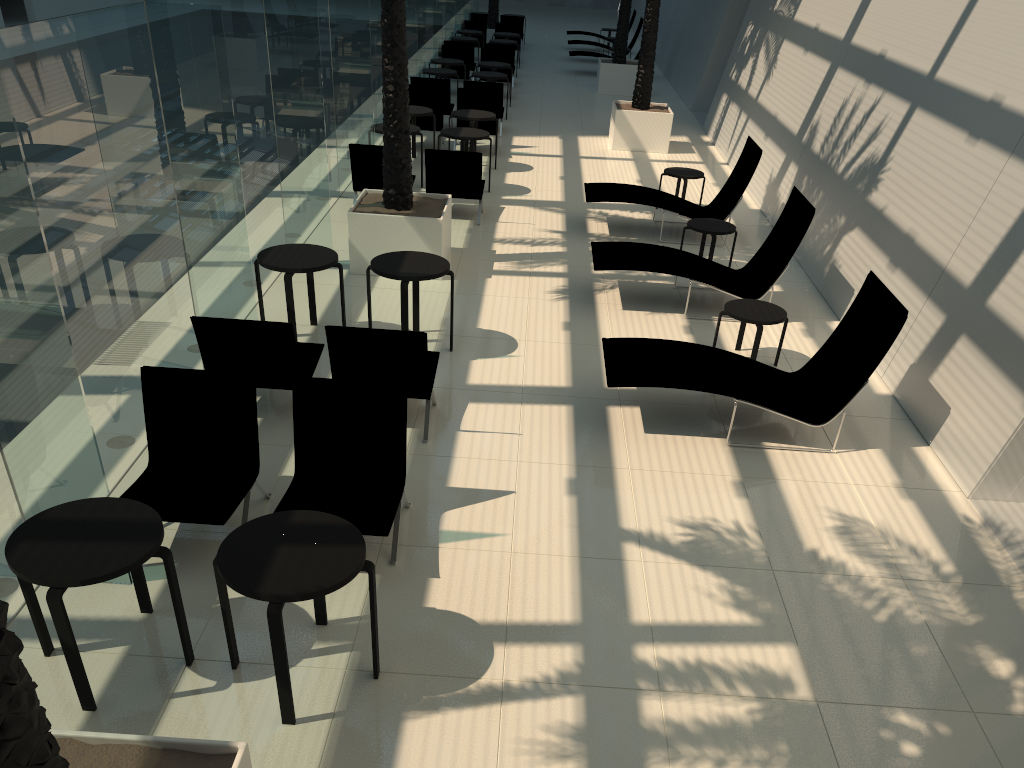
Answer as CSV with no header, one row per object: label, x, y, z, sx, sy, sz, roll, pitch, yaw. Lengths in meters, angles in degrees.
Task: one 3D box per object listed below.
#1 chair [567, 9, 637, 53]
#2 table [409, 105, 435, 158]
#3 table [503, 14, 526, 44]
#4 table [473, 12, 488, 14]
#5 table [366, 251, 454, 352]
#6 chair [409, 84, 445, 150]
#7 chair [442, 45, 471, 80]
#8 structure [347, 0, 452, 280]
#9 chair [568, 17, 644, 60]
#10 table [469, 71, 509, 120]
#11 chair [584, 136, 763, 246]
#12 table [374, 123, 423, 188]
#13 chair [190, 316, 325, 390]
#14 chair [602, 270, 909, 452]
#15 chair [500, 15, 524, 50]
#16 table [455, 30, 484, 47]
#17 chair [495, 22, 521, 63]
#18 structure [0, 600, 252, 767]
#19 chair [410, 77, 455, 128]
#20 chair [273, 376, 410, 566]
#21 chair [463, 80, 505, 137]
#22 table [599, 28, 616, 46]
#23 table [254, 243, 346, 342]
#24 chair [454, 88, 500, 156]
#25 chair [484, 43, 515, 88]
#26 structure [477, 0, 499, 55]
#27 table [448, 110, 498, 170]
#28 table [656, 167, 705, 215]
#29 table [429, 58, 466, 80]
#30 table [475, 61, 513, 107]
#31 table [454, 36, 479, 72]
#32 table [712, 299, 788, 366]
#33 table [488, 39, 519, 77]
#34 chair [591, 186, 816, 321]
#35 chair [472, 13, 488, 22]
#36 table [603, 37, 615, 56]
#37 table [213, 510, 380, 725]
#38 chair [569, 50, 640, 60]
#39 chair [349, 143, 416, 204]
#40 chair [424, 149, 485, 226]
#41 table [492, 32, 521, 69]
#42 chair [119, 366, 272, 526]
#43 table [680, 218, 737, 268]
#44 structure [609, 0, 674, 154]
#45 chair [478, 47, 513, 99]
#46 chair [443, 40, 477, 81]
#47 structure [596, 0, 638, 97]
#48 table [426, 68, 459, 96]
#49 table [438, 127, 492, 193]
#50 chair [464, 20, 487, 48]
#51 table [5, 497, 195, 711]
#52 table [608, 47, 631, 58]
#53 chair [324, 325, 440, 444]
chair,2.716,-10.928,26.882,2.036,1.249,0.849,4,31,0
table,-1.575,-3.836,13.531,0.654,0.842,0.651,-25,41,-39
table,0.047,-11.128,27.365,0.658,0.842,0.647,-21,39,-35
table,-0.920,-11.194,27.364,0.658,0.842,0.647,-21,39,-35
table,-0.896,-0.684,7.727,0.656,0.842,0.650,26,37,32
chair,-1.519,-4.399,14.460,0.716,0.958,0.817,4,31,0
chair,-1.298,-6.853,19.075,0.716,0.958,0.817,4,31,0
structure,-1.076,-4.503,7.717,4.823,7.564,4.095,0,32,-5
chair,2.615,-9.810,24.779,2.036,1.249,0.849,4,31,0
table,-0.453,-5.588,16.947,0.656,0.842,0.650,26,37,32
chair,1.957,-2.517,11.067,2.036,1.249,0.849,4,31,0
table,-1.641,-3.215,12.360,0.656,0.842,0.650,26,37,32
chair,-1.881,-0.232,6.628,0.716,0.958,0.817,4,31,0
chair,1.752,-0.244,6.794,2.036,1.249,0.849,4,31,0
chair,-0.003,-10.668,26.370,0.716,0.958,0.817,4,31,0
table,-1.126,-8.811,22.883,0.654,0.842,0.651,-25,41,-39
chair,-0.140,-9.310,23.814,0.716,0.958,0.817,4,31,0
structure,-1.422,-0.963,1.057,4.425,7.564,4.466,-8,33,-18
chair,-1.438,-5.136,15.848,0.716,0.958,0.817,4,31,0
chair,-1.032,0.568,5.241,0.716,0.958,0.817,4,31,0
chair,-0.508,-5.073,15.849,0.716,0.958,0.817,4,31,0
table,3.126,-11.111,28.023,0.531,0.558,0.533,29,39,36
table,-1.863,-0.750,7.726,0.656,0.842,0.650,26,37,32
chair,-0.589,-4.335,14.461,0.716,0.958,0.817,4,31,0
chair,-0.286,-7.532,20.474,0.716,0.958,0.817,4,31,0
structure,-0.329,-12.830,23.373,4.768,7.564,4.146,14,33,16
table,-0.608,-3.770,13.532,0.654,0.842,0.651,-25,41,-39
table,2.367,-2.699,12.208,0.534,0.558,0.529,26,37,33
table,-1.354,-6.291,18.145,0.654,0.842,0.651,-25,41,-39
table,-0.386,-6.225,18.146,0.654,0.842,0.651,-25,41,-39
table,-1.199,-8.108,21.561,0.656,0.842,0.650,26,37,32
table,2.161,-0.427,7.935,0.531,0.558,0.533,29,39,36
table,-0.231,-8.042,21.562,0.656,0.842,0.650,26,37,32
chair,1.856,-1.398,8.963,2.036,1.249,0.849,4,31,0
chair,-0.933,-10.732,26.369,0.716,0.958,0.817,4,31,0
table,3.025,-9.992,25.920,0.531,0.558,0.533,29,39,36
table,-1.051,1.134,4.311,0.658,0.842,0.647,-21,39,-35
chair,2.514,-8.691,22.675,2.036,1.249,0.849,4,31,0
chair,-1.657,-2.708,11.282,0.716,0.958,0.817,4,31,0
chair,-0.727,-2.644,11.283,0.716,0.958,0.817,4,31,0
table,-0.159,-8.745,22.884,0.654,0.842,0.651,-25,41,-39
chair,-1.962,0.505,5.240,0.716,0.958,0.817,4,31,0
table,2.266,-1.581,10.104,0.531,0.558,0.533,29,39,36
structure,2.564,-7.447,13.828,4.164,7.429,4.403,23,36,29
chair,-0.367,-6.790,19.075,0.716,0.958,0.817,4,31,0
chair,-1.216,-7.596,20.473,0.716,0.958,0.817,4,31,0
structure,2.593,-10.043,18.753,4.609,7.363,3.974,-8,33,-18
table,-1.420,-5.654,16.946,0.656,0.842,0.650,26,37,32
table,-0.673,-3.148,12.361,0.656,0.842,0.650,26,37,32
chair,-1.070,-9.373,23.813,0.716,0.958,0.817,4,31,0
table,-2.018,1.068,4.310,0.658,0.842,0.647,-21,39,-35
table,2.924,-8.873,23.816,0.531,0.558,0.533,29,39,36
chair,-0.950,-0.169,6.629,0.716,0.958,0.817,4,31,0
